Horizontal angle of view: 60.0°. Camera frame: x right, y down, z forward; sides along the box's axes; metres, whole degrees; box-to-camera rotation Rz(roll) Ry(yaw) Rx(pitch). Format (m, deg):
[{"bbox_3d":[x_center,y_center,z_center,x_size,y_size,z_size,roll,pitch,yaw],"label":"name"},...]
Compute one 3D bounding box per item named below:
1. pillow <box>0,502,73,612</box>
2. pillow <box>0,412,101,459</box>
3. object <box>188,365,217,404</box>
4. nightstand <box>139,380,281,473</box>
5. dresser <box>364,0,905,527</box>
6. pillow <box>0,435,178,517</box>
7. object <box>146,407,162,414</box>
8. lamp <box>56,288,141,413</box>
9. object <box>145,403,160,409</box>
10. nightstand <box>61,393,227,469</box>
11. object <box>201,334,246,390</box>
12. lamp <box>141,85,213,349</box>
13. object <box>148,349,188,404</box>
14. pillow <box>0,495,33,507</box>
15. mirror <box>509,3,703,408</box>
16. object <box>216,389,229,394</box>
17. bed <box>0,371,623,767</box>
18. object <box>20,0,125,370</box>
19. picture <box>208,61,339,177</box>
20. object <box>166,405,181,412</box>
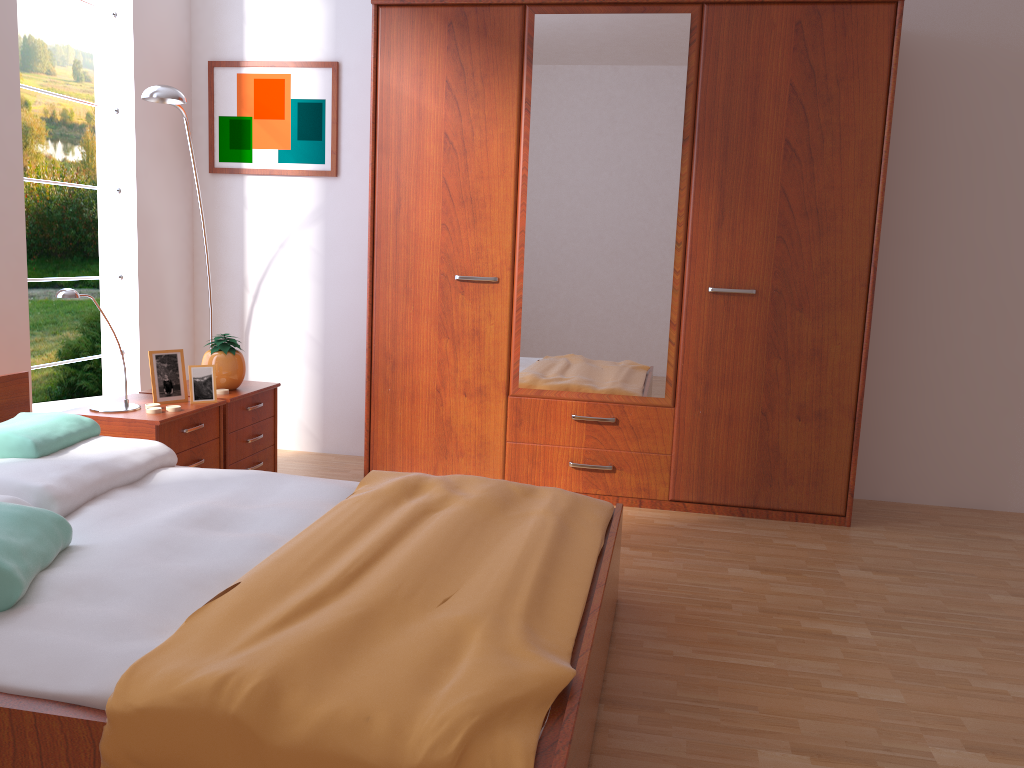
[{"bbox_3d":[-1.129,0.340,1.820,0.334,0.164,0.425,0,9,-13],"label":"pillow"},{"bbox_3d":[-1.427,0.161,2.607,0.276,0.116,0.322,3,9,7],"label":"pillow"},{"bbox_3d":[-1.125,0.000,3.228,0.094,0.137,0.027,-3,10,-34],"label":"object"},{"bbox_3d":[-1.213,0.231,3.610,0.377,0.442,0.439,4,9,10],"label":"nightstand"},{"bbox_3d":[0.428,-0.509,3.744,2.017,2.004,0.487,4,9,10],"label":"dresser"},{"bbox_3d":[-1.369,0.261,2.552,0.574,0.182,0.630,4,9,8],"label":"pillow"},{"bbox_3d":[-1.218,0.091,3.017,0.049,0.018,0.049,2,9,-3],"label":"object"},{"bbox_3d":[-1.353,-0.109,2.933,0.163,0.421,0.337,2,9,-2],"label":"lamp"},{"bbox_3d":[-1.249,0.079,3.085,0.049,0.018,0.049,2,9,-3],"label":"object"},{"bbox_3d":[-1.298,0.296,3.157,0.377,0.442,0.439,4,9,10],"label":"nightstand"},{"bbox_3d":[-1.150,-0.088,3.535,0.170,0.223,0.169,1,9,-10],"label":"object"},{"bbox_3d":[-1.348,-0.400,3.842,0.387,1.603,0.799,0,9,-17],"label":"lamp"},{"bbox_3d":[-1.237,-0.026,3.195,0.037,0.191,0.131,10,11,40],"label":"object"},{"bbox_3d":[-1.473,0.357,1.885,0.574,0.157,0.682,3,9,4],"label":"pillow"},{"bbox_3d":[0.354,-0.693,3.521,0.681,1.556,0.037,4,9,10],"label":"mirror"},{"bbox_3d":[-1.124,0.031,3.442,0.049,0.018,0.049,2,9,-3],"label":"object"},{"bbox_3d":[-0.765,0.390,2.174,1.990,0.560,1.632,4,9,10],"label":"bed"},{"bbox_3d":[-1.894,-0.882,2.870,0.033,1.815,2.205,4,9,10],"label":"object"},{"bbox_3d":[-1.125,-1.248,4.175,0.645,0.517,0.030,4,9,10],"label":"picture"},{"bbox_3d":[-1.169,0.086,3.063,0.049,0.018,0.049,2,9,-3],"label":"object"}]
